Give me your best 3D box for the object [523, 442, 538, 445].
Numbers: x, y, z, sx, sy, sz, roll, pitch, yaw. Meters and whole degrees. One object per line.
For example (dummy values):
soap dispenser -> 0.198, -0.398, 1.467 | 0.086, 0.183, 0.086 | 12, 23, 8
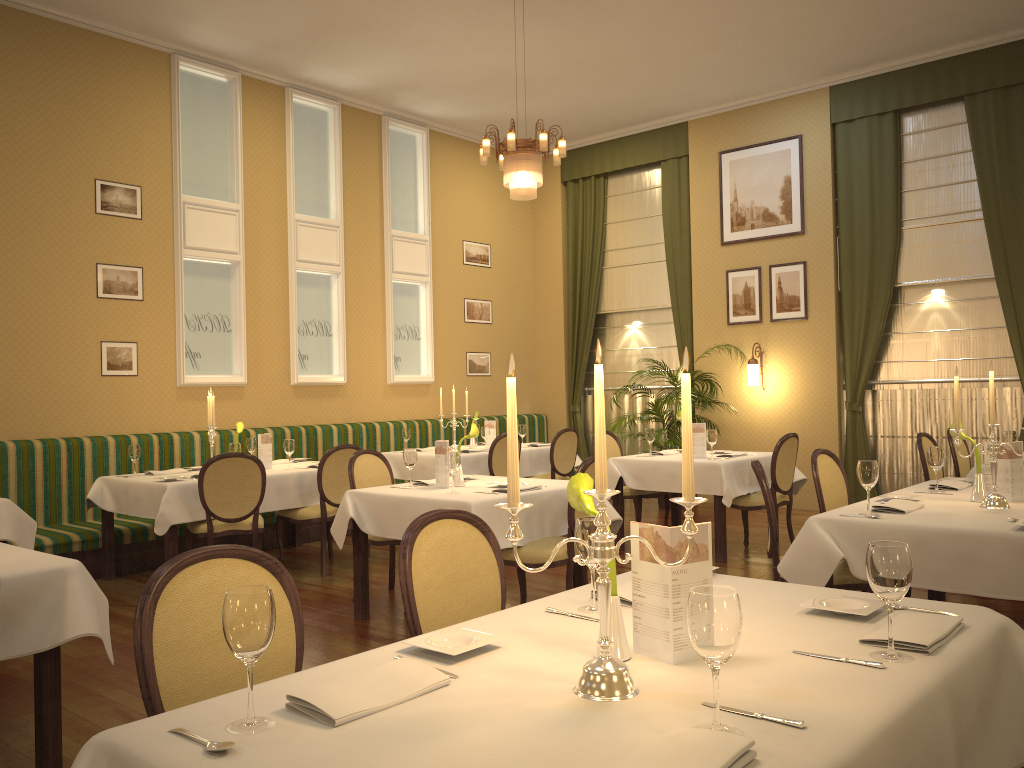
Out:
object -> 0.224, 0.627, 9.232 | 0.160, 0.024, 0.160 | -2, -1, 41

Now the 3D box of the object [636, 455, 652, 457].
object -> 1.103, 0.594, 7.298 | 0.185, 0.010, 0.017 | -2, -1, 42

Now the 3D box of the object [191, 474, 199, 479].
object -> -2.120, 0.647, 6.296 | 0.142, 0.033, 0.273 | -2, -1, 41

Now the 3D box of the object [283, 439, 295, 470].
object -> -1.712, 0.542, 6.823 | 0.088, 0.229, 0.088 | -1, -1, -1

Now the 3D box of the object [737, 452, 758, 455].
object -> 1.935, 0.573, 7.287 | 0.181, 0.015, 0.038 | -2, -1, 42

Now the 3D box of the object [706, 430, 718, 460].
object -> 1.545, 0.470, 6.854 | 0.088, 0.229, 0.088 | -1, -1, -1

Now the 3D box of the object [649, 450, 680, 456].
object -> 1.293, 0.583, 7.515 | 0.142, 0.033, 0.273 | -2, -1, 41

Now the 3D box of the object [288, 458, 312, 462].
object -> -1.839, 0.657, 7.645 | 0.160, 0.024, 0.160 | -2, -1, 41

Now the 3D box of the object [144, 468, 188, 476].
object -> -2.596, 0.661, 6.661 | 0.142, 0.033, 0.273 | -2, -1, 41

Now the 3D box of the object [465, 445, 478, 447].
object -> -0.423, 0.647, 9.251 | 0.185, 0.010, 0.017 | -2, -1, 42

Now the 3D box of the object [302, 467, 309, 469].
object -> -1.635, 0.651, 6.882 | 0.185, 0.010, 0.017 | -2, -1, 41

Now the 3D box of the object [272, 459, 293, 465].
object -> -1.992, 0.655, 7.421 | 0.142, 0.033, 0.273 | -2, -1, 41

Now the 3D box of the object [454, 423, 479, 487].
object -> -0.279, 0.422, 5.289 | 0.163, 0.375, 0.076 | -1, -1, 18

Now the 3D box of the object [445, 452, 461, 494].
object -> -0.326, 0.492, 4.921 | 0.088, 0.229, 0.088 | -1, -1, -7

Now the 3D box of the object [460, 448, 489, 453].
object -> -0.360, 0.628, 8.343 | 0.142, 0.033, 0.273 | -2, -1, 41

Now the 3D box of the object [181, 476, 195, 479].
object -> -2.267, 0.656, 6.207 | 0.181, 0.015, 0.038 | -2, -1, 42

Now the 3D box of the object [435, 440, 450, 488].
object -> -0.414, 0.475, 5.261 | 0.081, 0.277, 0.166 | -1, -1, -3

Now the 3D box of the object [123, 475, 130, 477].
object -> -2.839, 0.671, 6.469 | 0.181, 0.015, 0.038 | -2, -1, 42

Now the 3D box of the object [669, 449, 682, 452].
object -> 1.446, 0.584, 7.739 | 0.160, 0.024, 0.160 | -2, -1, 41

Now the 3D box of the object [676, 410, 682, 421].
object -> 1.440, 0.404, 7.363 | 0.076, 0.375, 0.163 | -1, -1, -27

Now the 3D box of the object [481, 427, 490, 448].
object -> -0.255, 0.527, 8.502 | 0.088, 0.229, 0.088 | -1, -1, -1

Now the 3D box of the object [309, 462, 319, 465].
object -> -1.536, 0.645, 7.185 | 0.160, 0.024, 0.160 | -2, -1, 41

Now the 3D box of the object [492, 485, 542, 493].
object -> 0.029, 0.589, 4.988 | 0.142, 0.024, 0.273 | -2, -1, 41

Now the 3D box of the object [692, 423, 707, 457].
object -> 1.472, 0.452, 7.144 | 0.081, 0.277, 0.166 | -1, -1, -43

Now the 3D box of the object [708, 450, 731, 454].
object -> 1.747, 0.575, 7.461 | 0.160, 0.024, 0.160 | -2, -1, 41

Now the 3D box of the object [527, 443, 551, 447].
object -> 0.298, 0.624, 9.029 | 0.142, 0.024, 0.273 | -2, -1, 41

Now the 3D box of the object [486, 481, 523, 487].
object -> -0.046, 0.592, 5.191 | 0.160, 0.024, 0.160 | -2, -1, 41

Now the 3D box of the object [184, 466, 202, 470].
object -> -2.464, 0.664, 6.946 | 0.160, 0.024, 0.160 | -2, -1, 41

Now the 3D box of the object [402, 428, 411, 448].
object -> -1.020, 0.545, 8.580 | 0.088, 0.229, 0.088 | -1, -1, -1

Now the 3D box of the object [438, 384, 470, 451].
object -> -0.566, 0.326, 8.681 | 0.131, 0.655, 0.390 | -1, -1, -44

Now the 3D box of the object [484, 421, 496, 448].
object -> -0.240, 0.509, 8.934 | 0.081, 0.277, 0.166 | -1, -1, -33

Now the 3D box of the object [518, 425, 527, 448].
object -> 0.104, 0.522, 8.815 | 0.088, 0.229, 0.088 | -1, -1, -1

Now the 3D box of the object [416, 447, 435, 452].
object -> -0.836, 0.642, 8.708 | 0.142, 0.033, 0.273 | -2, -1, 41

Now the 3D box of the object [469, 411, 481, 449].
object -> -0.379, 0.461, 8.957 | 0.076, 0.375, 0.163 | -2, -1, 28

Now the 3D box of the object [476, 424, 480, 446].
object -> -0.377, 0.538, 9.321 | 0.088, 0.229, 0.088 | -1, -1, -1

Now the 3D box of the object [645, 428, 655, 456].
object -> 1.149, 0.484, 7.367 | 0.088, 0.229, 0.088 | -1, -1, -1

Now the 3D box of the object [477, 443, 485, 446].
object -> -0.232, 0.637, 9.468 | 0.142, 0.033, 0.273 | -2, -1, 41

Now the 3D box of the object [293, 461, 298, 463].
object -> -1.872, 0.660, 7.537 | 0.181, 0.015, 0.038 | -2, -1, 42

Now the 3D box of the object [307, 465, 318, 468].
object -> -1.462, 0.643, 6.982 | 0.142, 0.024, 0.273 | -2, -1, 41

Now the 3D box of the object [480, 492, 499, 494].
object -> -0.145, 0.597, 4.887 | 0.185, 0.010, 0.017 | -2, -1, 41

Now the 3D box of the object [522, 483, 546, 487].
object -> 0.130, 0.592, 5.188 | 0.181, 0.015, 0.038 | -2, -1, 42

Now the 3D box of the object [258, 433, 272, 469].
object -> -1.924, 0.526, 6.956 | 0.081, 0.277, 0.166 | -1, -1, 2

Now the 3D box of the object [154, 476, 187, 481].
object -> -2.332, 0.652, 6.057 | 0.160, 0.024, 0.160 | -2, -1, 41

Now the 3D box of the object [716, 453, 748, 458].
object -> 1.771, 0.572, 7.137 | 0.142, 0.024, 0.273 | -2, -1, 41
